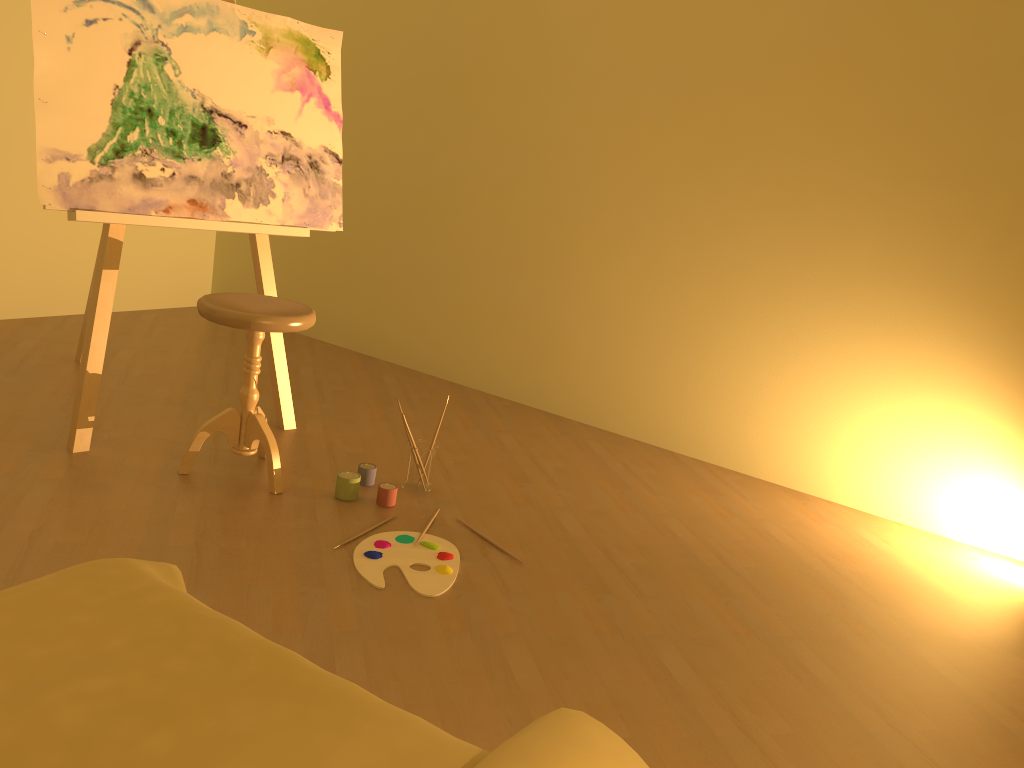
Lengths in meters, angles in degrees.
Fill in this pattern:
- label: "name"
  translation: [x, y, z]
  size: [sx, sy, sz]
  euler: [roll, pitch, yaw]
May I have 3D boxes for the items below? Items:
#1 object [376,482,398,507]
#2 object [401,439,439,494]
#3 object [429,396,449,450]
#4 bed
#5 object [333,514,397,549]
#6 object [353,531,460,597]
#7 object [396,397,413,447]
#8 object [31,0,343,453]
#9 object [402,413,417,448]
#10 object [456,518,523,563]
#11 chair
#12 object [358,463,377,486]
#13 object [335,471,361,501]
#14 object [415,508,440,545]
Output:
- label: "object"
  translation: [-0.390, 0.346, 2.767]
  size: [0.060, 0.060, 0.060]
  euler: [12, 14, 9]
- label: "object"
  translation: [-0.305, 0.272, 2.920]
  size: [0.106, 0.157, 0.106]
  euler: [10, 14, -1]
- label: "object"
  translation: [-0.260, 0.190, 2.937]
  size: [0.069, 0.319, 0.010]
  euler: [0, 17, -34]
- label: "bed"
  translation: [0.080, 0.583, 0.405]
  size: [2.378, 0.894, 1.286]
  euler: [17, 16, 27]
- label: "object"
  translation: [-0.417, 0.422, 2.551]
  size: [0.010, 0.010, 0.325]
  euler: [16, 15, 22]
- label: "object"
  translation: [-0.287, 0.475, 2.420]
  size: [0.288, 0.014, 0.366]
  euler: [10, 14, 0]
- label: "object"
  translation: [-0.331, 0.199, 2.914]
  size: [0.159, 0.286, 0.010]
  euler: [16, 15, 22]
- label: "object"
  translation: [-1.236, -0.749, 2.973]
  size: [1.132, 1.896, 0.972]
  euler: [12, 14, 10]
- label: "object"
  translation: [-0.310, 0.217, 2.872]
  size: [0.010, 0.278, 0.172]
  euler: [21, 18, 39]
- label: "object"
  translation: [-0.071, 0.461, 2.632]
  size: [0.010, 0.010, 0.325]
  euler: [-2, 18, -41]
- label: "chair"
  translation: [-0.809, 0.023, 2.746]
  size: [0.364, 0.551, 0.348]
  euler: [21, 18, 38]
- label: "object"
  translation: [-0.476, 0.297, 2.906]
  size: [0.060, 0.060, 0.060]
  euler: [13, 14, 12]
- label: "object"
  translation: [-0.512, 0.317, 2.766]
  size: [0.073, 0.073, 0.073]
  euler: [18, 16, 31]
- label: "object"
  translation: [-0.251, 0.423, 2.651]
  size: [0.010, 0.015, 0.325]
  euler: [11, 14, 6]
